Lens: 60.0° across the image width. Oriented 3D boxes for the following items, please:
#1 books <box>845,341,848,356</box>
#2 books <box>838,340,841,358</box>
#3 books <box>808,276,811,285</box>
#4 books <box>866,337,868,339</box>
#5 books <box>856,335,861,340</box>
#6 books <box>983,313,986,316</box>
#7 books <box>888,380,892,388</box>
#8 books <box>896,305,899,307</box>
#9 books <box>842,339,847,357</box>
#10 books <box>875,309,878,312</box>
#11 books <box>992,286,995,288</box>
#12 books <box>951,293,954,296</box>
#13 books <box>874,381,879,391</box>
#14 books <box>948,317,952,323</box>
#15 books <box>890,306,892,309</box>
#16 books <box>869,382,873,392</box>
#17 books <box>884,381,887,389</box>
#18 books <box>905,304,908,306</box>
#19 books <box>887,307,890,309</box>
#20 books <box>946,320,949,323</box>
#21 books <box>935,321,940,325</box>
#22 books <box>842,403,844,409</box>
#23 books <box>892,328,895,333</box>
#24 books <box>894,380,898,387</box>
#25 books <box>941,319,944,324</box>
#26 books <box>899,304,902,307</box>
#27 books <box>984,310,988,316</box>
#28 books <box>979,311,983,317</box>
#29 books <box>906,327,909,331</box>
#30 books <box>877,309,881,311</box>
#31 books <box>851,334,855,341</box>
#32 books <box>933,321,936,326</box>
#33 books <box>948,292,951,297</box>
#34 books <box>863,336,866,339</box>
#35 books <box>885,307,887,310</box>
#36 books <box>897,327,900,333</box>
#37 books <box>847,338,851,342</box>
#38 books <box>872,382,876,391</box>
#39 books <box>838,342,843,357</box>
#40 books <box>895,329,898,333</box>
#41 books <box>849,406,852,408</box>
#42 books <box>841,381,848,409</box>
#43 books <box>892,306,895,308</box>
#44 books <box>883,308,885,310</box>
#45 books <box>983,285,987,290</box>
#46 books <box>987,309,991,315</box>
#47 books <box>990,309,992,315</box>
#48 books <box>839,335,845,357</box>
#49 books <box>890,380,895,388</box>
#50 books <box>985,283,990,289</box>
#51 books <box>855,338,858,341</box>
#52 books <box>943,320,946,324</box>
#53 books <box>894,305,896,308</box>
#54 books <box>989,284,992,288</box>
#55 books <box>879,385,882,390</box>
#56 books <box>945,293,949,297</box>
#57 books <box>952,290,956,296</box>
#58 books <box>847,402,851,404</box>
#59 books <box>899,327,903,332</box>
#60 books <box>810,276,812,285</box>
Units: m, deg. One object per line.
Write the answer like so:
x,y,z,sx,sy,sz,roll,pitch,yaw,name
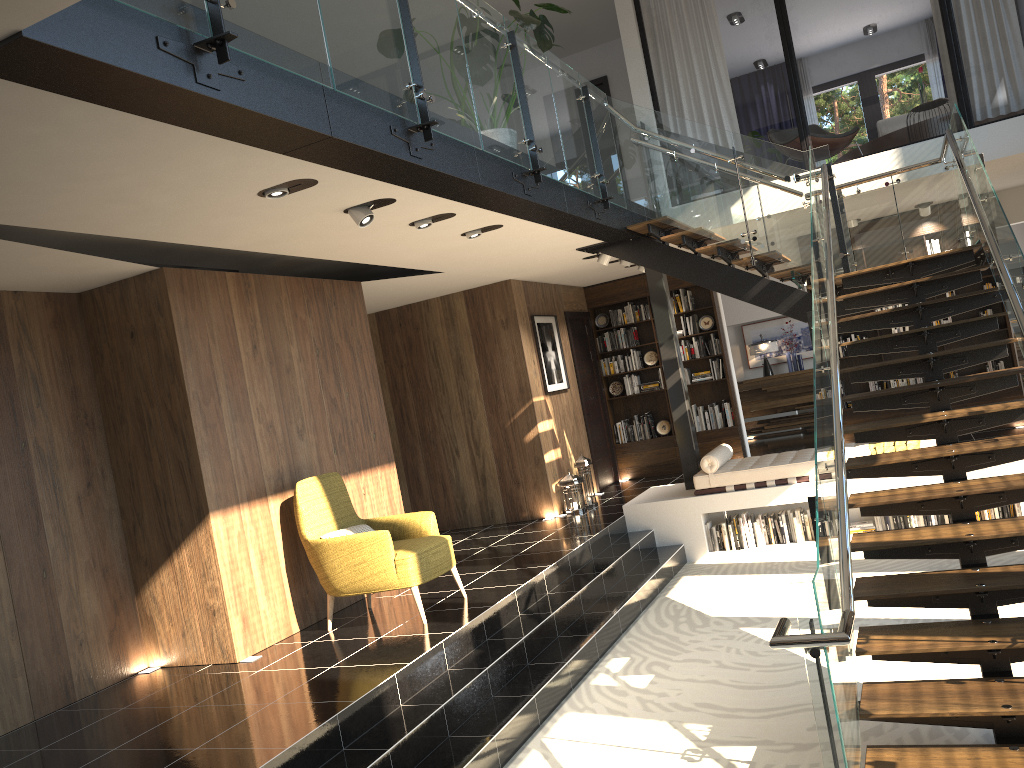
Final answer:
4.132,-0.438,10.914,0.033,0.193,0.172,-11,0,24,books
4.034,-0.436,10.954,0.028,0.227,0.136,-11,0,24,books
3.697,-1.355,11.034,0.026,0.263,0.156,-11,0,24,books
4.356,-0.477,10.844,0.022,0.185,0.127,-11,0,24,books
4.267,-0.486,10.832,0.070,0.236,0.206,-11,0,24,books
5.477,-0.711,10.261,0.025,0.212,0.167,-11,0,24,books
4.591,0.080,10.733,0.026,0.263,0.156,-11,0,24,books
4.631,-0.885,10.626,0.030,0.244,0.142,-11,0,24,books
4.108,-0.445,10.931,0.021,0.216,0.170,-11,0,24,books
4.423,-0.837,10.739,0.031,0.228,0.176,-11,0,24,books
5.556,-1.034,10.220,0.023,0.189,0.197,-11,0,24,books
5.176,-0.964,10.401,0.026,0.196,0.147,-11,0,24,books
4.464,0.086,10.819,0.036,0.302,0.186,-11,0,24,books
5.147,-0.680,10.402,0.031,0.277,0.168,-11,0,24,books
4.560,-0.879,10.652,0.028,0.258,0.208,-11,0,24,books
4.402,0.107,10.833,0.031,0.284,0.176,-11,0,24,books
4.541,0.095,10.791,0.075,0.254,0.181,-11,0,24,books
4.721,-0.865,10.601,0.047,0.171,0.167,-11,0,24,books
4.540,-0.865,10.669,0.027,0.239,0.153,-11,0,24,books
5.124,-0.641,10.404,0.027,0.209,0.184,-11,0,24,books
5.040,-0.635,10.480,0.037,0.232,0.231,-11,0,24,books
4.097,0.173,11.007,0.025,0.270,0.156,-11,0,24,books
4.601,-0.577,10.662,0.031,0.284,0.176,-11,0,24,books
4.637,0.071,10.685,0.030,0.262,0.172,-11,0,24,books
5.085,-0.645,10.454,0.025,0.232,0.156,-11,0,24,books
4.654,-0.883,10.603,0.028,0.231,0.166,-11,0,24,books
5.499,-0.732,10.259,0.023,0.246,0.147,-11,0,24,books
5.445,-0.721,10.262,0.031,0.244,0.176,-11,0,24,books
4.728,-0.590,10.608,0.067,0.261,0.159,-11,0,24,books
4.446,-0.863,10.724,0.031,0.272,0.158,-11,0,24,books
4.196,-0.483,10.858,0.029,0.256,0.167,-11,0,24,books
5.005,-0.644,10.483,0.026,0.263,0.156,-11,0,24,books
5.154,-0.993,10.426,0.023,0.261,0.145,-11,0,24,books
4.315,-0.482,10.815,0.028,0.210,0.169,-11,0,24,books
4.513,-0.854,10.672,0.027,0.228,0.208,-11,0,24,books
4.651,-0.567,10.637,0.030,0.245,0.166,-11,0,24,books
4.153,-0.457,10.890,0.030,0.222,0.189,-11,0,24,books
4.435,0.087,10.837,0.031,0.310,0.169,-11,0,24,books
4.056,-0.426,10.936,0.024,0.197,0.172,-11,0,24,books
4.617,-0.547,10.619,0.024,0.218,0.195,-11,0,24,books
4.291,0.260,10.931,0.247,0.026,0.148,-11,-1,23,books
4.096,0.137,10.955,0.028,0.340,0.203,-11,0,24,books
4.598,-0.857,10.661,0.026,0.201,0.146,-11,0,24,books
4.497,-0.835,10.690,0.024,0.197,0.174,-11,0,24,books
5.493,-1.037,10.269,0.026,0.219,0.156,-11,0,24,books
5.512,-0.737,10.229,0.026,0.251,0.178,-11,0,24,books
5.543,-0.741,10.240,0.022,0.247,0.132,-11,0,24,books
4.075,-0.467,10.929,0.029,0.272,0.152,-11,0,24,books
4.600,0.053,10.689,0.035,0.312,0.160,-11,0,24,books
5.512,-1.051,10.250,0.028,0.240,0.187,-11,0,24,books
4.237,-0.464,10.868,0.030,0.205,0.170,-11,0,24,books
5.106,-0.640,10.432,0.029,0.214,0.149,-11,0,24,books
4.617,-0.863,10.649,0.021,0.206,0.147,-11,0,24,books
5.543,-1.049,10.255,0.023,0.225,0.146,-11,0,24,books
4.508,0.124,10.826,0.023,0.212,0.123,-11,0,24,books
5.138,-0.968,10.438,0.024,0.219,0.174,-11,0,24,books
5.207,-0.993,10.419,0.025,0.243,0.119,-11,0,24,books
4.281,0.212,10.927,0.271,0.025,0.156,-11,-1,25,books
4.671,-0.570,10.601,0.036,0.244,0.193,-11,0,24,books
3.721,-1.354,11.015,0.032,0.250,0.167,-11,0,24,books
